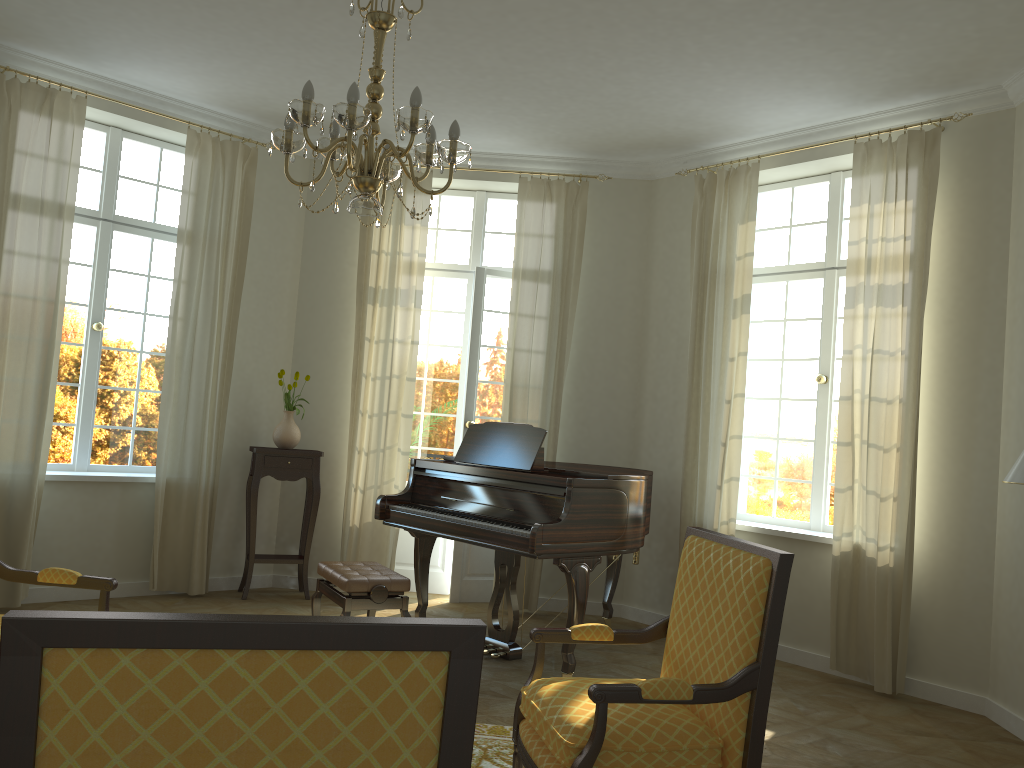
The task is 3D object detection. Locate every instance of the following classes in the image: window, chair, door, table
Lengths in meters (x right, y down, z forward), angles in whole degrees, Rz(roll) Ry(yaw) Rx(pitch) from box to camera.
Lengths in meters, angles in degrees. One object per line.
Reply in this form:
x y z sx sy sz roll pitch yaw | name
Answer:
-0.285 -1.290 7.512 1.380 0.680 0.055 4 -3 3 | window
-1.838 0.848 2.760 0.680 1.083 1.389 4 -3 2 | chair
0.394 1.023 2.833 0.671 1.083 0.730 5 -3 -13 | chair
2.204 -0.241 6.214 0.181 2.550 1.400 7 -4 -42 | window
-0.849 1.306 4.911 0.385 0.563 0.638 6 -3 -27 | chair
-3.015 -0.627 6.470 1.400 2.550 0.181 7 -4 -42 | window
-0.422 0.397 7.235 1.385 2.690 0.425 4 -3 3 | door
-1.777 1.056 6.797 0.522 1.114 0.344 6 -3 -22 | table
-0.487 0.886 1.549 0.730 1.083 0.671 5 -3 -15 | chair

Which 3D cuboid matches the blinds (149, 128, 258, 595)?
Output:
-2.294 -0.153 6.541 0.552 3.381 0.159 7 -4 -39 | blinds

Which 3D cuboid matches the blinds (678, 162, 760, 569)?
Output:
1.404 0.117 6.316 0.162 3.384 0.554 7 -4 -37 | blinds

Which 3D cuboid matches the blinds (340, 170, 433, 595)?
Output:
-1.032 -0.028 7.010 0.552 3.386 0.159 4 -3 0 | blinds

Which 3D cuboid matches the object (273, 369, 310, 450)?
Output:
-1.714 0.198 6.840 0.242 0.609 0.264 3 -3 27 | object

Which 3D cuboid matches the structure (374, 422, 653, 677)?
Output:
0.292 1.001 5.797 1.856 1.439 1.514 7 -4 -42 | structure

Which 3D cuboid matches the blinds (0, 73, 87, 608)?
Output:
-3.175 -0.269 5.670 0.554 3.385 0.162 7 -4 -37 | blinds

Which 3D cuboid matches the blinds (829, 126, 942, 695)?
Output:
2.277 0.138 5.429 0.159 3.381 0.552 7 -4 -39 | blinds

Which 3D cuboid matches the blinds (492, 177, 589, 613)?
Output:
0.205 0.057 6.900 0.554 3.386 0.162 5 -3 -2 | blinds

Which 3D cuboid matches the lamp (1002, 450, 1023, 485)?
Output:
2.370 1.004 3.940 0.380 1.552 0.380 5 -3 -2 | lamp

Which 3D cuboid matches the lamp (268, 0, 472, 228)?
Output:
-0.486 -1.351 3.300 0.661 1.466 0.662 6 -3 -27 | lamp
